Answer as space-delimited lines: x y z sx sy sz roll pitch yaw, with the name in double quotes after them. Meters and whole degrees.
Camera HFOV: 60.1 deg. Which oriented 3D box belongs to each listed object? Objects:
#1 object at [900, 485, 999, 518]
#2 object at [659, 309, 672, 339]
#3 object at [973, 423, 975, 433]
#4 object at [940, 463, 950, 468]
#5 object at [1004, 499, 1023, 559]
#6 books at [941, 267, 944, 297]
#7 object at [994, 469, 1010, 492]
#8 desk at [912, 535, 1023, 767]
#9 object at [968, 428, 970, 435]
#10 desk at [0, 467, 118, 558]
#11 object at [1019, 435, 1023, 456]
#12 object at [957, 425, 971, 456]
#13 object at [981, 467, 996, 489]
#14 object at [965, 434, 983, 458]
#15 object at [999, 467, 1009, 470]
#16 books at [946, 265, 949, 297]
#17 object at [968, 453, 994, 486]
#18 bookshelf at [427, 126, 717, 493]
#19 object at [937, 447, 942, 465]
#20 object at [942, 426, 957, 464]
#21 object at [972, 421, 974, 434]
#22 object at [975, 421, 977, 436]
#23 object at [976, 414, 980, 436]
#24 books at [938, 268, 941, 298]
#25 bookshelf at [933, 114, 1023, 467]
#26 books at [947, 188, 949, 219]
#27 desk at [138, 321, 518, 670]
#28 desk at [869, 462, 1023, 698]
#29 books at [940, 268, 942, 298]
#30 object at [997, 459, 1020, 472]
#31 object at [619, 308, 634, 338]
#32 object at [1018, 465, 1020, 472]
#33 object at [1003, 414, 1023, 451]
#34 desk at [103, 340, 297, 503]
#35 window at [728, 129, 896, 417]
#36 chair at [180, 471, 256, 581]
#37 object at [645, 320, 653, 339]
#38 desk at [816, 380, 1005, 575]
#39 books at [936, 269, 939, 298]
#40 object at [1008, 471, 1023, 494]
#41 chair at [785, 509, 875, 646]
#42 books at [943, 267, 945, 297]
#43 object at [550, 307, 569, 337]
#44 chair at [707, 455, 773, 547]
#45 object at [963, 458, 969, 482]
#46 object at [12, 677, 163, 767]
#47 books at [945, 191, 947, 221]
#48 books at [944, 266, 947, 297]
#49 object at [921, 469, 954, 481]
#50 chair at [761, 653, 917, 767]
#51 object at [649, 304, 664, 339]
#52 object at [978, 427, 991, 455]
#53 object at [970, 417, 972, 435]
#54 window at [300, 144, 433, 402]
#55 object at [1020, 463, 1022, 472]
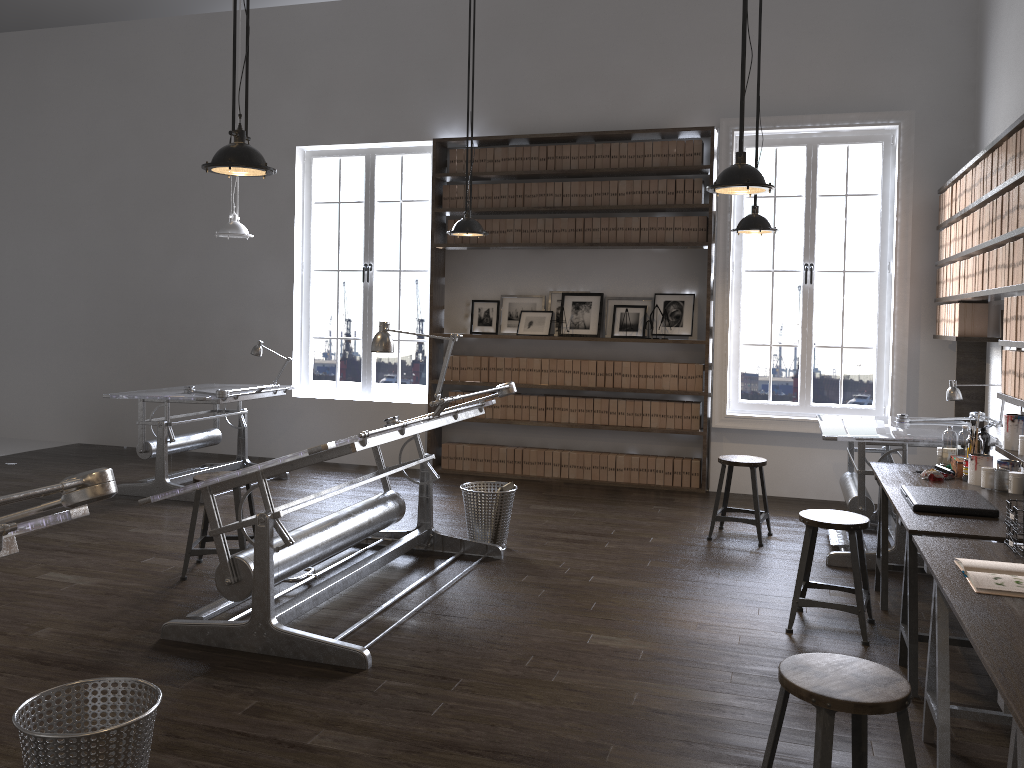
1.827 0.490 3.722 0.312 0.033 0.446 3 4 17 "object"
1.288 -0.501 7.446 0.110 0.261 0.040 2 1 17 "object"
2.295 0.285 4.420 0.022 0.180 0.005 2 2 41 "object"
2.229 0.431 4.564 0.049 0.037 0.049 2 3 14 "object"
1.799 0.487 2.919 0.284 0.160 0.204 2 3 17 "object"
3.226 -0.739 6.452 0.174 0.225 0.067 2 2 17 "books"
2.238 0.441 4.046 0.063 0.093 0.063 0 2 -24 "object"
1.485 0.943 2.273 0.656 0.668 1.671 2 4 17 "desk"
2.288 0.295 4.412 0.037 0.153 0.005 2 1 13 "object"
-1.694 0.582 1.365 1.077 1.384 2.072 2 3 17 "desk"
2.481 0.298 4.275 0.062 0.094 0.062 1 2 3 "object"
2.341 0.332 4.581 0.068 0.237 0.069 2 2 14 "object"
2.212 0.435 4.111 0.062 0.094 0.062 0 3 -33 "object"
2.403 0.315 4.320 0.345 0.146 0.077 4 4 40 "object"
2.272 0.437 4.092 0.044 0.101 0.045 2 2 17 "object"
3.165 -0.725 6.241 0.174 0.225 0.067 2 2 17 "books"
2.233 0.408 4.220 0.104 0.141 0.105 2 2 10 "object"
0.492 -0.304 7.809 2.474 3.718 0.413 2 1 17 "bookshelf"
2.280 0.389 4.674 0.068 0.104 0.068 2 2 22 "object"
2.273 0.333 4.603 0.068 0.229 0.069 2 2 14 "object"
2.299 0.282 4.414 0.008 0.186 0.071 2 2 18 "object"
2.297 0.278 4.394 0.006 0.192 0.055 2 2 16 "object"
2.309 0.264 4.399 0.021 0.228 0.007 2 2 29 "object"
3.273 -0.748 6.586 0.174 0.225 0.067 2 2 17 "books"
1.995 0.399 2.295 0.373 3.201 9.194 2 4 17 "bookshelf"
3.191 -1.279 6.292 0.174 0.225 0.067 2 2 17 "books"
-0.695 0.362 4.565 1.077 1.384 2.284 2 4 17 "desk"
2.011 0.827 3.957 0.656 0.668 1.671 2 4 17 "desk"
3.252 -0.744 6.519 0.174 0.225 0.067 2 2 17 "books"
2.320 0.422 4.142 0.094 0.128 0.095 2 3 21 "object"
0.970 -0.512 7.508 0.124 0.260 0.040 2 1 17 "object"
2.311 0.422 4.043 0.005 0.117 0.036 1 2 12 "object"
2.544 0.243 4.479 0.107 0.176 0.107 2 2 19 "object"
-2.342 0.238 7.084 1.172 1.187 1.271 2 3 17 "desk"
2.389 -0.863 7.130 1.245 2.306 0.153 2 1 17 "window"
-1.565 0.763 4.807 0.371 0.527 0.359 1 2 -4 "chair"
1.145 -0.455 7.426 0.066 0.165 0.040 2 2 17 "object"
2.474 0.500 5.521 1.071 1.096 1.271 2 3 17 "desk"
3.287 -0.753 6.652 0.174 0.225 0.067 2 2 17 "books"
2.270 0.445 3.987 0.062 0.094 0.062 0 2 -24 "object"
1.490 0.877 4.116 0.358 0.527 0.372 2 3 26 "chair"
3.210 -0.734 6.383 0.174 0.225 0.067 2 2 17 "books"
0.415 -0.536 7.667 0.174 0.260 0.040 2 2 17 "object"
1.502 0.751 5.798 0.358 0.527 0.372 2 3 26 "chair"
2.215 0.416 4.295 0.049 0.111 0.050 2 2 14 "object"
-1.109 1.026 2.323 0.353 0.377 0.353 3 3 39 "object"
3.216 -1.284 6.358 0.174 0.225 0.067 2 2 17 "books"
3.182 -0.730 6.313 0.174 0.225 0.067 2 2 17 "books"
2.077 0.440 4.357 0.197 0.050 0.132 -3 6 -43 "object"
0.835 1.004 2.252 0.358 0.527 0.372 1 2 -9 "chair"
1.214 -0.524 7.440 0.118 0.304 0.040 2 1 17 "object"
2.421 0.339 4.556 0.068 0.229 0.069 2 2 14 "object"
2.285 0.271 4.402 0.055 0.214 0.007 0 2 -38 "object"
-1.358 -1.029 8.426 1.483 2.494 0.153 2 1 17 "window"
2.314 0.423 4.034 0.004 0.133 0.029 1 1 13 "object"
